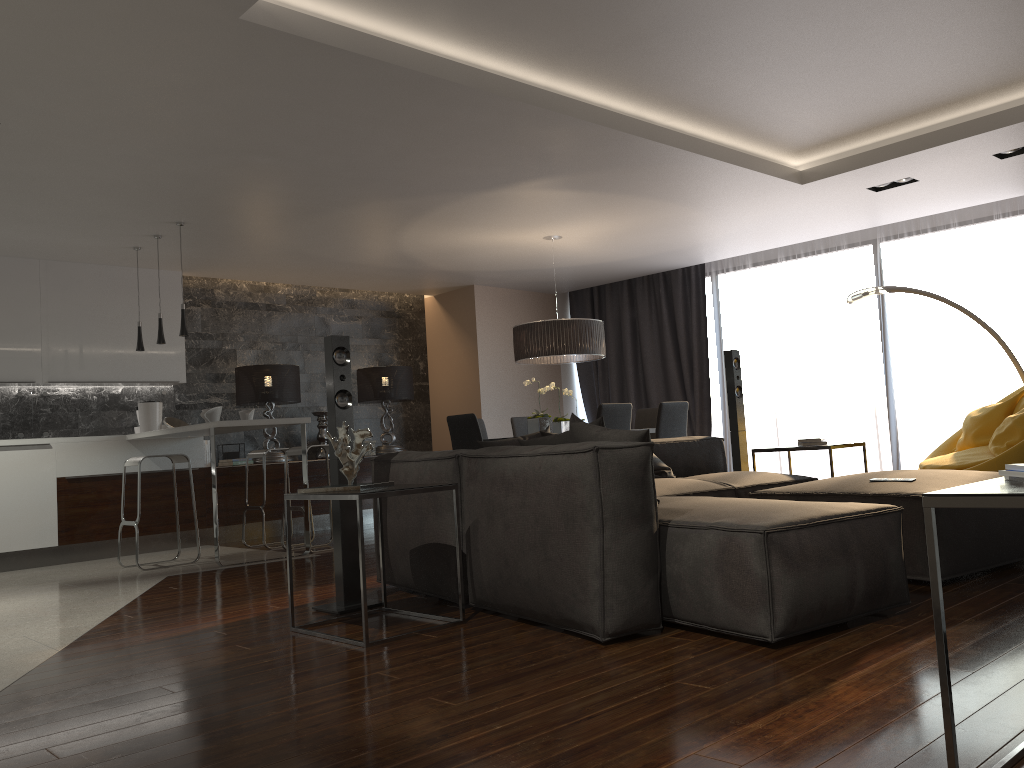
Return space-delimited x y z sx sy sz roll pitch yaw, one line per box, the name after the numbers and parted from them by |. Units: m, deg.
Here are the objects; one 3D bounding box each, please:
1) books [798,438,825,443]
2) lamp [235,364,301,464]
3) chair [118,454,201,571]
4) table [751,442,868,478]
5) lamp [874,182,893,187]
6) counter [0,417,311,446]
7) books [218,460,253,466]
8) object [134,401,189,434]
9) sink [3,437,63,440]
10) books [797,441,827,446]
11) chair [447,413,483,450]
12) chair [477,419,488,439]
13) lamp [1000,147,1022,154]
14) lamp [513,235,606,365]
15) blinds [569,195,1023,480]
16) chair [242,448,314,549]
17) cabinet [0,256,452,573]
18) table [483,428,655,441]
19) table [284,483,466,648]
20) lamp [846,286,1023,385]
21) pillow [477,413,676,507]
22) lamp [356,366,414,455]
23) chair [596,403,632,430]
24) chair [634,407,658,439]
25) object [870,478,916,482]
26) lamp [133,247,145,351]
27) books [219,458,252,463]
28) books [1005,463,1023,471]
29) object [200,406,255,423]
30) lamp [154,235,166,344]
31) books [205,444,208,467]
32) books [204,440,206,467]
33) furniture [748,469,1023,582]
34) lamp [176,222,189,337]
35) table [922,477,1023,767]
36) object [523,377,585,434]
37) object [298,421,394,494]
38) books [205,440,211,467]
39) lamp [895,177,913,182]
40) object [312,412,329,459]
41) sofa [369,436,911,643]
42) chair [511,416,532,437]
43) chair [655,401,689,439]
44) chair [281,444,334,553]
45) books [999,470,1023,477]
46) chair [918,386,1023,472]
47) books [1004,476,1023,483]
1.997 0.374 5.868 0.149 0.022 0.213 -6 -4 24 | books
-2.376 0.301 8.618 0.561 0.934 0.623 -7 -5 37 | lamp
-2.585 0.922 6.418 0.454 0.800 0.397 0 -5 -43 | chair
1.992 0.690 5.852 0.475 0.563 0.568 0 -5 -43 | table
2.882 -1.576 6.863 0.167 0.077 0.186 -7 -5 42 | lamp
-3.882 0.392 5.889 4.252 0.041 2.546 0 -5 -43 | counter
-2.532 0.728 8.064 0.172 0.034 0.253 -6 -4 26 | books
-3.135 0.307 7.881 0.435 0.298 0.547 -1 -5 -30 | object
-4.221 0.437 6.850 1.216 0.521 0.481 0 -5 -43 | sink
1.995 0.396 5.851 0.161 0.023 0.234 -4 -4 8 | books
-0.167 0.719 7.062 0.603 0.965 0.404 0 -5 -43 | chair
-0.214 0.777 7.866 0.451 0.965 0.541 0 -6 -43 | chair
3.498 -1.664 6.195 0.184 0.077 0.169 -2 -4 -24 | lamp
0.392 -0.758 7.753 0.832 1.103 0.776 -2 -4 -19 | lamp
3.444 -0.381 8.597 7.099 2.894 0.789 -7 -5 39 | blinds
-1.962 0.942 7.330 0.454 0.800 0.397 0 -5 -43 | chair
-2.220 0.038 6.338 7.302 2.501 4.206 0 -5 -43 | cabinet
0.507 0.816 7.641 1.690 0.760 0.984 0 -5 -43 | table
-0.568 0.711 3.603 0.475 0.563 0.568 0 -5 -43 | table
4.741 -0.063 6.515 4.066 1.779 0.605 -6 -5 24 | lamp
0.263 0.387 4.486 1.038 0.431 2.136 -5 -4 11 | pillow
-1.361 0.297 9.562 0.612 0.934 0.573 -2 -4 -17 | lamp
0.655 0.653 6.925 0.451 0.965 0.541 0 -6 -43 | chair
1.165 0.711 8.268 0.603 0.965 0.404 0 -5 -43 | chair
1.734 0.437 4.010 0.054 0.015 0.196 0 -5 -43 | object
-3.018 -0.686 7.112 0.061 0.845 0.055 0 -6 -43 | lamp
-2.532 0.698 8.056 0.159 0.024 0.237 -6 -4 27 | books
1.147 0.151 1.669 0.316 0.011 0.255 -4 -4 6 | books
-2.132 0.233 6.581 0.462 0.133 0.178 0 -5 -42 | object
-2.723 -0.728 6.793 0.061 0.845 0.055 0 -6 -43 | lamp
-2.802 0.655 7.989 0.022 0.205 0.146 0 -6 -43 | books
-2.820 0.636 7.974 0.020 0.244 0.165 0 -6 -43 | books
1.916 0.646 4.314 1.154 0.440 1.038 -1 -5 -33 | furniture
-2.428 -0.770 6.473 0.061 0.845 0.055 0 -6 -43 | lamp
1.143 0.460 1.651 0.634 0.563 0.426 0 -5 -43 | table
0.352 0.193 7.663 0.293 0.501 0.606 -7 -5 44 | object
-0.699 0.299 3.702 0.276 0.288 0.293 -5 -4 17 | object
-2.799 0.638 8.021 0.025 0.243 0.166 0 -6 -43 | books
2.997 -1.592 6.738 0.186 0.077 0.168 -1 -5 -31 | lamp
-1.941 0.527 9.032 0.207 0.486 0.209 -4 -4 5 | object
0.918 0.589 4.382 2.614 0.704 2.595 -1 -5 -33 | sofa
0.329 0.775 8.369 0.451 0.965 0.541 0 -6 -43 | chair
1.198 0.651 7.428 0.451 0.965 0.541 0 -6 -43 | chair
-1.511 0.878 6.842 0.454 0.800 0.397 0 -5 -43 | chair
1.141 0.162 1.673 0.319 0.011 0.252 -4 -4 1 | books
3.399 0.387 6.072 1.110 1.005 1.553 -5 -4 14 | chair
1.145 0.173 1.681 0.313 0.011 0.257 -5 -4 11 | books
